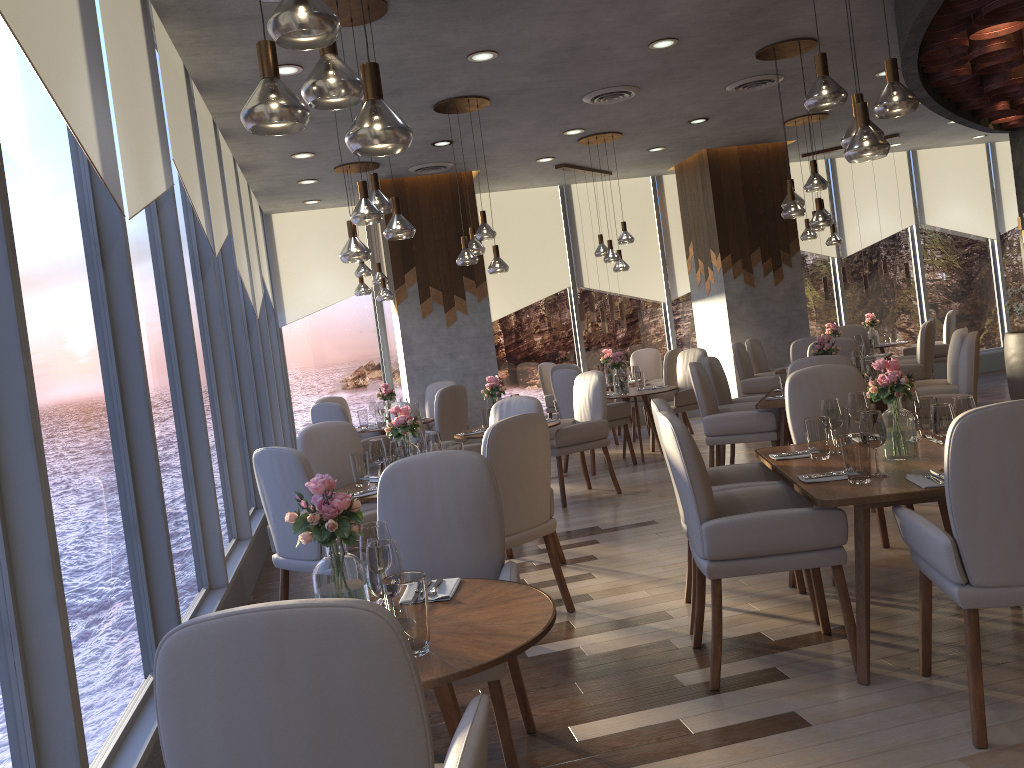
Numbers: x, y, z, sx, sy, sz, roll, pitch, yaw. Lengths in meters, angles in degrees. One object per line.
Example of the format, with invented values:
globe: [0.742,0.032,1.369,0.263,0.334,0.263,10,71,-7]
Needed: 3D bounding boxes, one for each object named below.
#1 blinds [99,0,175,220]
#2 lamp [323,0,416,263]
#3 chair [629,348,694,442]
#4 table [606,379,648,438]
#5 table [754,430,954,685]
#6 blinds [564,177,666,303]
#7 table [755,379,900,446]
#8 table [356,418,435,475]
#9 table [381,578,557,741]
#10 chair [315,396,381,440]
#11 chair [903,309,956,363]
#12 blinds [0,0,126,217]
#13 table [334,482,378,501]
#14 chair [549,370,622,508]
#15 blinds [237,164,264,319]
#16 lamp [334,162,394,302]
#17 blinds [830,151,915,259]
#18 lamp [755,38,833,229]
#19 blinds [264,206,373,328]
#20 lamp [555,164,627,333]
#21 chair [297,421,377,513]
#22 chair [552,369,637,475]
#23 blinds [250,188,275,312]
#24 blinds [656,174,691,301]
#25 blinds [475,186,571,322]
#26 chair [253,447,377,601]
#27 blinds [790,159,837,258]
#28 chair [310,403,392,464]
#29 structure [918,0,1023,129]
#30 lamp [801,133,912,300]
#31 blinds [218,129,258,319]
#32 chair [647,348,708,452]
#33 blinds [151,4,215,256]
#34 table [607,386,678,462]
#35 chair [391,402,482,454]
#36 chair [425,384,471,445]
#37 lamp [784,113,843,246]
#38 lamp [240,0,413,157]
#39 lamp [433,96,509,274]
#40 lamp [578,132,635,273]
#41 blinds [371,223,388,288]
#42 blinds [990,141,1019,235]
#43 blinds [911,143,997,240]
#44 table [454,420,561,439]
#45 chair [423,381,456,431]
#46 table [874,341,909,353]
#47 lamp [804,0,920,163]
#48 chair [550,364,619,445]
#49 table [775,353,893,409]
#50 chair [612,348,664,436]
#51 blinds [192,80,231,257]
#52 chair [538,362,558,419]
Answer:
blinds: [-1.732,-1.963,3.903,0.007,2.679,1.173,-8,1,-11]
lamp: [-0.792,-1.329,4.711,0.440,1.325,0.439,-8,1,-18]
chair: [1.668,0.118,10.040,0.598,0.999,0.529,-6,2,36]
table: [1.218,0.326,10.424,0.833,0.661,0.835,-7,2,10]
table: [1.620,0.630,3.619,0.964,0.665,1.309,-7,3,6]
blinds: [1.277,-2.306,11.474,1.174,2.679,0.007,-8,1,-11]
table: [2.403,0.373,6.546,0.963,0.665,1.310,-6,3,23]
table: [-1.129,0.726,8.665,0.835,0.661,0.833,-8,2,-24]
table: [-0.259,0.949,2.269,0.834,0.661,0.834,-8,2,-9]
chair: [-1.605,0.605,8.932,0.598,0.999,0.529,-6,2,37]
chair: [5.123,-0.374,10.794,0.599,0.999,0.529,-6,2,32]
blinds: [-1.497,-1.929,2.678,0.007,2.679,1.173,-8,1,-11]
table: [-0.495,0.849,4.759,0.834,0.661,0.834,-8,2,-12]
chair: [0.484,0.424,7.176,0.601,0.999,0.527,-8,2,-29]
blinds: [-2.654,-1.949,8.823,0.007,2.679,1.173,-8,1,-11]
lamp: [-1.424,-1.453,8.640,0.440,1.325,0.438,-9,2,-44]
blinds: [4.898,-3.109,12.172,1.174,2.679,0.007,-8,1,-11]
lamp: [2.096,-1.803,6.515,0.439,1.325,0.439,-8,1,-6]
blinds: [-2.408,-2.080,10.767,1.174,2.679,0.007,-8,1,-11]
lamp: [0.974,-1.555,10.378,0.118,1.930,1.164,-7,2,34]
chair: [-0.887,0.710,5.158,0.529,0.999,0.599,-9,2,-44]
chair: [0.768,0.319,8.476,0.601,0.999,0.527,-9,2,-34]
blinds: [-2.914,-2.172,10.045,0.007,2.679,1.173,-8,1,-11]
blinds: [2.489,-2.495,11.707,1.174,2.679,0.007,-8,1,-11]
blinds: [0.062,-2.142,11.241,1.174,2.679,0.007,-8,1,-11]
chair: [-0.871,0.752,4.334,0.527,0.999,0.601,-6,2,42]
blinds: [3.680,-2.960,11.938,1.174,2.679,0.007,-8,1,-11]
chair: [-1.461,0.629,8.120,0.527,0.999,0.601,-6,2,33]
structure: [3.710,-2.460,4.800,2.751,0.556,9.474,-6,3,19]
lamp: [4.346,-2.036,11.111,1.159,1.930,0.118,-6,2,34]
blinds: [-2.419,-1.915,7.597,0.007,2.679,1.173,-8,1,-11]
chair: [1.733,0.159,9.106,0.601,0.999,0.527,-9,2,-34]
blinds: [-1.985,-2.141,5.124,0.007,2.679,1.173,-8,1,-11]
table: [1.260,0.407,8.783,0.836,0.661,0.832,-9,3,-36]
chair: [-0.527,0.586,6.622,0.601,0.999,0.527,-8,2,-30]
chair: [-0.693,0.523,8.221,0.598,0.999,0.529,-6,2,36]
lamp: [3.125,-2.077,9.161,0.440,1.325,0.439,-8,1,-26]
lamp: [-0.545,-1.231,2.233,0.440,1.325,0.439,-8,1,-11]
lamp: [-0.305,-1.507,6.872,0.439,1.325,0.439,-8,1,-8]
lamp: [0.955,-1.772,8.761,0.439,1.325,0.439,-8,1,-3]
blinds: [-1.191,-2.252,11.001,1.174,2.679,0.007,-8,1,-11]
blinds: [7.320,-3.518,12.638,1.174,2.679,0.007,-8,1,-11]
blinds: [6.113,-3.281,12.406,1.174,2.679,0.007,-8,1,-11]
table: [0.006,0.670,6.903,0.832,0.661,0.836,-6,3,39]
chair: [-0.815,0.494,9.079,0.527,0.999,0.601,-6,2,34]
table: [4.600,-0.158,11.189,0.835,0.661,0.833,-8,2,-20]
lamp: [1.354,-1.551,3.579,0.438,1.325,0.440,-7,2,28]
chair: [0.787,0.241,9.891,0.527,0.999,0.601,-6,2,39]
table: [3.395,0.104,9.186,0.963,0.665,1.310,-6,3,30]
chair: [1.579,0.084,10.904,0.527,0.999,0.601,-6,2,37]
blinds: [-2.223,-2.175,6.365,0.007,2.679,1.173,-8,1,-11]
chair: [0.696,0.209,10.728,0.599,0.999,0.529,-6,2,33]
